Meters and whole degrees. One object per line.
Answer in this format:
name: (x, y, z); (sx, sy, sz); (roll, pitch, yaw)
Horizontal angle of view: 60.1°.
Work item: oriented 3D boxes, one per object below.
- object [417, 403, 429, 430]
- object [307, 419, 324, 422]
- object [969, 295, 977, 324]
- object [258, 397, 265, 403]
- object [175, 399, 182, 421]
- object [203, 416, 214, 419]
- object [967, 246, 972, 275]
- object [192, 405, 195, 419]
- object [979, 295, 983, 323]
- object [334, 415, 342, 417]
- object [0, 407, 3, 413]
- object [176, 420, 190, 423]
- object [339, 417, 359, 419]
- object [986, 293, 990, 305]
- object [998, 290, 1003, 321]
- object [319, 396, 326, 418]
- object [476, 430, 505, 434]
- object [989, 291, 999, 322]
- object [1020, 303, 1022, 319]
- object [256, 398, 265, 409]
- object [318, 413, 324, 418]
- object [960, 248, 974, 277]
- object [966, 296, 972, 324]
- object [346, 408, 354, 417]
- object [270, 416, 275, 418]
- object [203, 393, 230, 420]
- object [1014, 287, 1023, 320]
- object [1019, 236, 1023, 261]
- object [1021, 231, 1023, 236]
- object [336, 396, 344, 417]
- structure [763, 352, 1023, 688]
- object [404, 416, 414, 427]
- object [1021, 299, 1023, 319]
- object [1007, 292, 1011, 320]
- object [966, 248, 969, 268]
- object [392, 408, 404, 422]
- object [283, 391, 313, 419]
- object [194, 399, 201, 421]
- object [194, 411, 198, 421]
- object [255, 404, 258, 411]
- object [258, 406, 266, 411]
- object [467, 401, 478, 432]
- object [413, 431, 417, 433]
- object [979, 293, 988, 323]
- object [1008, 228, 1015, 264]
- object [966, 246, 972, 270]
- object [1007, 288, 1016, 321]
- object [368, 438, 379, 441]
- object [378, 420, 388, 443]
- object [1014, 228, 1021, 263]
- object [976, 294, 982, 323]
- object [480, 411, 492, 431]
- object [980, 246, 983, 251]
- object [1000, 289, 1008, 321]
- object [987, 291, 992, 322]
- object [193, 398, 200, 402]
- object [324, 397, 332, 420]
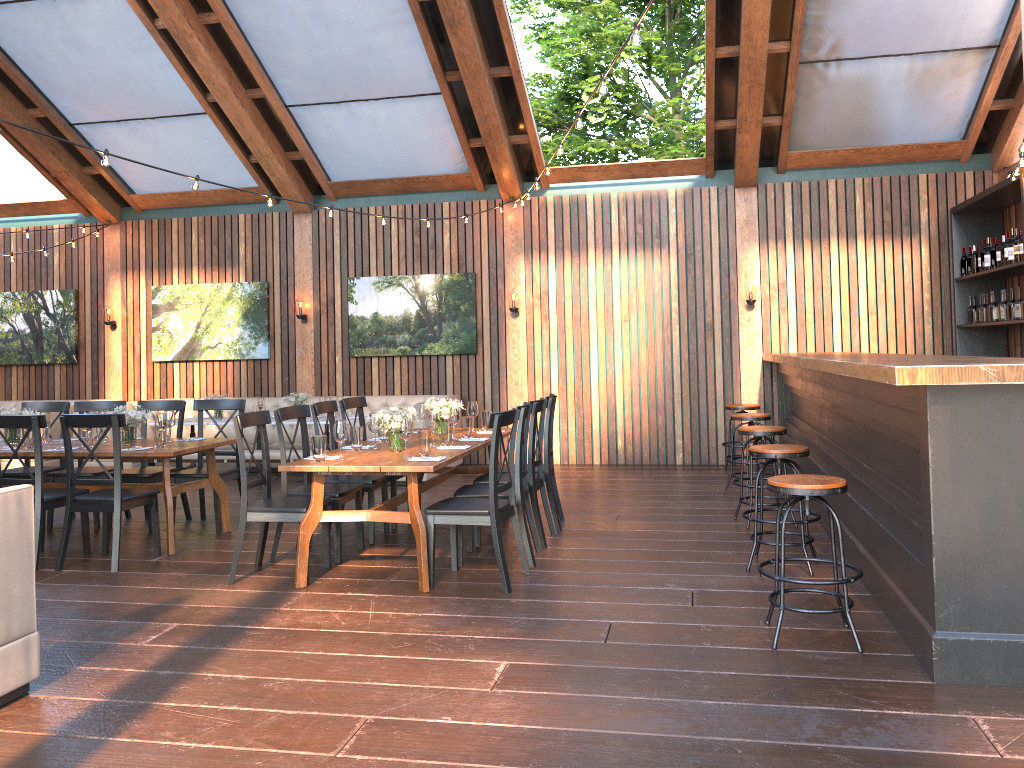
object: (-0.708, 0.274, 7.056); (0.092, 0.245, 0.092); (0, -2, -36)
object: (-2.121, 0.386, 9.524); (0.157, 0.019, 0.255); (-1, 2, 12)
object: (4.918, -0.792, 9.414); (0.094, 0.309, 0.094); (-1, -2, -23)
object: (-2.854, 0.271, 10.061); (0.092, 0.245, 0.092); (0, -2, -36)
object: (-3.775, 0.294, 10.022); (0.092, 0.245, 0.092); (-1, -1, -30)
object: (-3.516, 0.389, 10.333); (0.157, 0.019, 0.255); (-1, 2, 12)
object: (4.842, -1.298, 9.340); (0.077, 0.310, 0.077); (-1, -2, -10)
object: (-3.683, 0.324, 10.319); (0.092, 0.158, 0.091); (-1, -1, -2)
object: (4.913, -0.784, 9.217); (0.094, 0.309, 0.094); (-2, -1, 9)
object: (-1.997, 0.364, 10.023); (0.157, 0.019, 0.255); (-1, 2, 12)
object: (-6.237, 0.367, 10.761); (0.092, 0.158, 0.091); (-1, -1, -42)
object: (-3.658, 0.410, 9.842); (0.157, 0.019, 0.255); (-1, 2, 12)
object: (-1.786, 0.372, 9.692); (0.255, 0.019, 0.157); (-1, 2, 12)
object: (4.910, -0.781, 9.128); (0.094, 0.309, 0.094); (-1, -2, -24)
object: (4.749, -0.756, 8.555); (0.094, 0.309, 0.094); (-2, -1, 11)
object: (-2.119, 0.259, 9.911); (0.092, 0.245, 0.092); (0, -2, -36)
object: (-0.192, 0.376, 7.006); (0.255, 0.019, 0.157); (-1, 2, 12)
object: (4.726, -0.760, 8.674); (0.094, 0.309, 0.094); (-1, -1, -7)
object: (4.647, -0.733, 7.994); (0.094, 0.309, 0.094); (-2, -2, 33)
object: (-2.785, 0.279, 9.799); (0.092, 0.245, 0.092); (0, -2, -36)
object: (-2.164, 0.299, 10.008); (0.092, 0.158, 0.091); (-1, -1, -2)
object: (4.959, -1.317, 9.608); (0.170, 0.325, 0.081); (-1, -2, -3)
object: (4.927, -0.795, 9.505); (0.094, 0.309, 0.094); (-2, -1, 16)
object: (-1.804, 0.296, 9.860); (0.092, 0.158, 0.091); (-1, -1, -2)
object: (-2.732, 0.376, 10.173); (0.157, 0.019, 0.255); (-1, 2, 12)
object: (-3.324, 0.251, 10.023); (0.336, 0.310, 0.329); (-1, 0, 34)
object: (4.653, -0.737, 8.105); (0.094, 0.309, 0.094); (-1, -2, -24)
object: (4.560, -1.236, 7.814); (0.136, 0.316, 0.136); (-2, -1, 18)
object: (4.695, -1.250, 8.128); (0.078, 0.313, 0.078); (-2, -2, 7)
object: (-1.904, 0.257, 9.815); (0.092, 0.245, 0.092); (0, -2, -36)
structure: (2.623, 0.423, 6.699); (0.856, 1.275, 6.804); (-1, 2, 12)
object: (-0.822, 0.321, 7.022); (0.091, 0.158, 0.092); (-2, -1, 38)
object: (4.598, -0.728, 7.898); (0.094, 0.309, 0.094); (-2, -1, 8)
object: (4.708, -0.746, 8.322); (0.094, 0.309, 0.094); (-2, -2, 39)
object: (4.881, -1.300, 9.422); (0.077, 0.307, 0.077); (-2, -2, 28)
object: (-0.835, 0.298, 6.479); (0.092, 0.245, 0.092); (0, -2, -36)
object: (-2.387, 0.235, 9.853); (0.336, 0.310, 0.329); (-1, 0, -14)
object: (-3.541, 0.291, 9.961); (0.092, 0.245, 0.092); (-1, -1, -30)
object: (-3.494, 0.336, 9.861); (0.092, 0.158, 0.091); (-1, -1, -2)
object: (-2.899, 0.311, 10.158); (0.092, 0.158, 0.091); (-1, -1, -2)
object: (-2.738, 0.324, 9.699); (0.092, 0.158, 0.091); (-1, -1, -2)
object: (-0.317, 0.262, 7.134); (0.092, 0.245, 0.092); (0, -2, -36)
object: (-0.824, 0.385, 7.167); (0.255, 0.019, 0.157); (-1, 2, 12)
object: (4.834, -0.776, 9.049); (0.094, 0.309, 0.094); (-2, -2, 33)
object: (4.594, -1.257, 8.108); (0.087, 0.335, 0.087); (-1, -2, -8)
object: (4.926, -1.317, 9.502); (0.087, 0.335, 0.087); (-1, -2, -8)
object: (4.650, -0.741, 8.216); (0.094, 0.309, 0.094); (-1, -2, -23)
object: (-0.938, 0.409, 6.606); (0.255, 0.019, 0.157); (-1, 2, 12)
object: (-0.936, 0.345, 6.446); (0.091, 0.158, 0.092); (-2, -1, 38)
object: (4.545, -1.239, 7.936); (0.078, 0.313, 0.078); (-2, -2, 7)
object: (4.934, -0.788, 9.310); (0.094, 0.309, 0.094); (-2, -2, 39)
object: (-0.209, 0.300, 7.195); (0.091, 0.158, 0.092); (-2, -1, 38)
object: (4.982, -1.304, 9.377); (0.136, 0.316, 0.136); (-1, -1, -27)
object: (4.708, -0.751, 8.440); (0.094, 0.309, 0.094); (-2, -1, 9)
object: (4.765, -0.765, 8.775); (0.094, 0.309, 0.094); (-2, -1, 13)
object: (-3.638, 0.283, 10.221); (0.092, 0.245, 0.092); (-1, -1, -30)
object: (-2.004, 0.266, 9.643); (0.092, 0.245, 0.092); (0, -2, -36)
